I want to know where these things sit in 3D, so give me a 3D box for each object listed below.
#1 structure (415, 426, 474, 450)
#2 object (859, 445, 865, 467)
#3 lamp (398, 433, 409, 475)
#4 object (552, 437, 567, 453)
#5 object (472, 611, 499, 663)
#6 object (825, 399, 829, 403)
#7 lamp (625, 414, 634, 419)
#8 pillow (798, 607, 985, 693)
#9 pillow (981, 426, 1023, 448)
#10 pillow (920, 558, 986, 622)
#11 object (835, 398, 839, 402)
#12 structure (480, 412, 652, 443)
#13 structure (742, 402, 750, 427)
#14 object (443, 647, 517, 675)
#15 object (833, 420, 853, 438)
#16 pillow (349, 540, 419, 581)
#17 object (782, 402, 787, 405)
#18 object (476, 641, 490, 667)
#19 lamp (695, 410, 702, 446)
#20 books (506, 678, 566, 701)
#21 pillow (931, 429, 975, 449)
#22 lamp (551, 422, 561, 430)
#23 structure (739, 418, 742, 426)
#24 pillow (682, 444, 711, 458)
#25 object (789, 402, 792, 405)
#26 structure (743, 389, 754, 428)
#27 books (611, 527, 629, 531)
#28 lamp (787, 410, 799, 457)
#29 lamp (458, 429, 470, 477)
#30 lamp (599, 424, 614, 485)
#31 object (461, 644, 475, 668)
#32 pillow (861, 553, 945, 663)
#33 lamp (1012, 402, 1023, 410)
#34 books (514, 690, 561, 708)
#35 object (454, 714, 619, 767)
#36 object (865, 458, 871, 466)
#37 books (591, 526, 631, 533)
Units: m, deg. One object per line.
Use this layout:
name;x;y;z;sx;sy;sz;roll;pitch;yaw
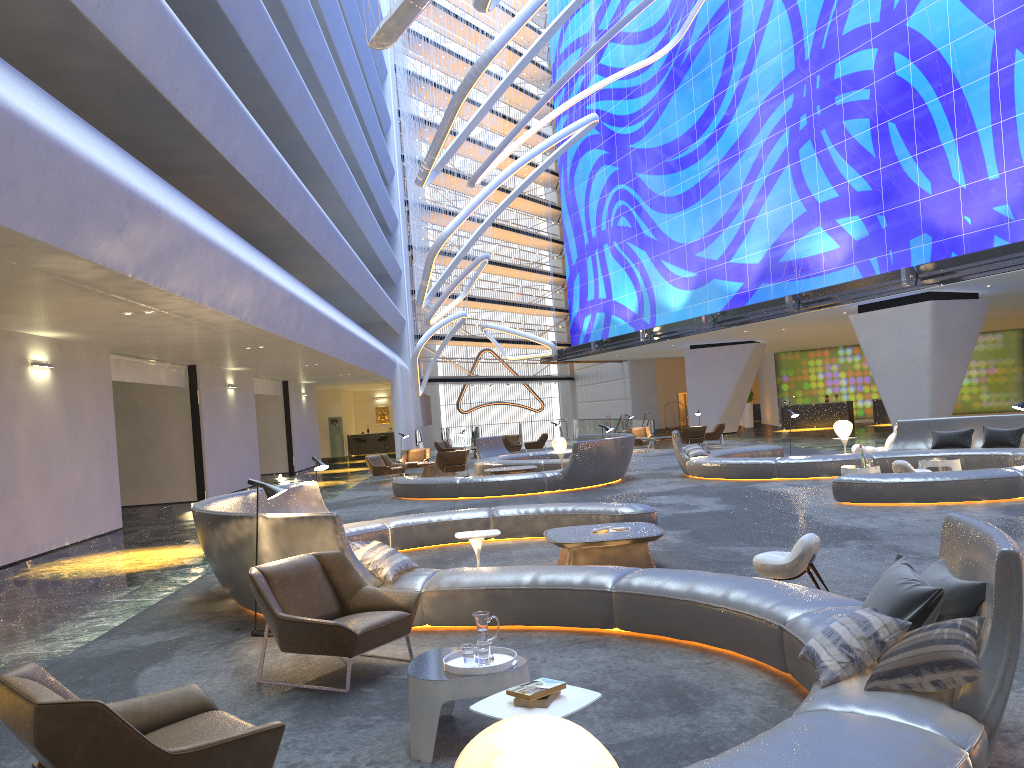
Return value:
structure;-3.641;6.731;55.955;3.016;8.238;19.837;-4;-1;-2
object;5.637;1.152;14.241;0.066;0.356;0.076;-4;0;-35
lamp;-3.276;2.112;26.850;0.384;1.300;0.202;-4;0;15
object;1.140;1.470;21.359;0.367;0.387;0.318;-4;-1;5
object;-0.138;1.318;4.622;0.130;0.252;0.103;-4;0;-19
object;13.921;0.745;39.154;0.150;0.145;0.150;-5;-1;31
lamp;4.345;1.748;32.774;0.384;1.300;0.202;-4;0;15
pillow;1.662;1.167;3.951;0.875;0.280;0.684;-5;-2;35
pillow;8.759;0.951;15.848;0.281;0.417;0.760;-4;-1;-34
pillow;2.058;1.082;4.293;0.295;0.369;0.769;-4;-1;10
object;14.275;0.713;38.952;0.150;0.145;0.150;-5;-1;31
structure;2.756;6.327;56.648;9.303;8.399;19.742;-4;-1;-2
structure;12.512;1.252;47.567;0.772;2.051;1.023;-4;0;-32
object;-0.164;1.429;4.581;0.381;0.038;0.381;-4;-2;-10
object;7.144;0.971;19.121;0.366;0.387;0.318;-4;-1;-20
pillow;-1.141;1.453;7.425;0.691;0.262;0.878;-3;-2;-40
object;12.372;0.887;40.223;0.149;0.150;0.149;-5;-1;32
object;-0.146;1.382;4.526;0.071;0.118;0.071;-4;0;-35
lamp;6.325;1.517;29.886;0.202;1.300;0.384;-4;0;14
books;0.091;1.142;3.324;0.189;0.022;0.133;-3;-2;-41
pillow;8.159;1.036;16.455;0.770;0.369;0.295;-5;-1;42
lamp;1.342;1.784;26.954;0.384;1.300;0.202;-4;0;15
structure;12.824;1.289;49.474;1.022;2.051;0.772;-4;0;10
pillow;3.990;1.454;19.381;0.692;0.262;0.877;-4;-2;6
object;12.581;0.887;40.090;0.108;0.108;0.111;-5;-1;32
structure;12.112;1.216;45.467;1.021;2.051;0.773;-4;0;-24
books;1.114;1.492;9.116;0.133;0.012;0.189;-4;-2;-13
lamp;6.196;1.207;19.520;0.201;1.300;0.384;-4;0;-27
lamp;-1.296;1.881;23.962;0.202;1.300;0.384;-4;0;14
lamp;2.001;1.483;18.730;0.384;1.300;0.202;-4;0;15
object;-0.220;1.387;4.497;0.071;0.118;0.071;-4;0;-20
pillow;1.850;1.071;4.250;0.315;0.386;0.784;-4;-1;13
lamp;8.457;0.891;14.556;0.384;1.300;0.202;-4;0;-9
books;0.097;1.168;3.325;0.129;0.030;0.182;-5;-2;20
object;0.058;0.959;2.006;0.366;0.387;0.318;-4;-1;-20
object;5.765;1.265;14.336;0.071;0.118;0.151;-4;-1;8
books;1.019;1.494;9.152;0.395;0.039;0.301;-4;-2;12
